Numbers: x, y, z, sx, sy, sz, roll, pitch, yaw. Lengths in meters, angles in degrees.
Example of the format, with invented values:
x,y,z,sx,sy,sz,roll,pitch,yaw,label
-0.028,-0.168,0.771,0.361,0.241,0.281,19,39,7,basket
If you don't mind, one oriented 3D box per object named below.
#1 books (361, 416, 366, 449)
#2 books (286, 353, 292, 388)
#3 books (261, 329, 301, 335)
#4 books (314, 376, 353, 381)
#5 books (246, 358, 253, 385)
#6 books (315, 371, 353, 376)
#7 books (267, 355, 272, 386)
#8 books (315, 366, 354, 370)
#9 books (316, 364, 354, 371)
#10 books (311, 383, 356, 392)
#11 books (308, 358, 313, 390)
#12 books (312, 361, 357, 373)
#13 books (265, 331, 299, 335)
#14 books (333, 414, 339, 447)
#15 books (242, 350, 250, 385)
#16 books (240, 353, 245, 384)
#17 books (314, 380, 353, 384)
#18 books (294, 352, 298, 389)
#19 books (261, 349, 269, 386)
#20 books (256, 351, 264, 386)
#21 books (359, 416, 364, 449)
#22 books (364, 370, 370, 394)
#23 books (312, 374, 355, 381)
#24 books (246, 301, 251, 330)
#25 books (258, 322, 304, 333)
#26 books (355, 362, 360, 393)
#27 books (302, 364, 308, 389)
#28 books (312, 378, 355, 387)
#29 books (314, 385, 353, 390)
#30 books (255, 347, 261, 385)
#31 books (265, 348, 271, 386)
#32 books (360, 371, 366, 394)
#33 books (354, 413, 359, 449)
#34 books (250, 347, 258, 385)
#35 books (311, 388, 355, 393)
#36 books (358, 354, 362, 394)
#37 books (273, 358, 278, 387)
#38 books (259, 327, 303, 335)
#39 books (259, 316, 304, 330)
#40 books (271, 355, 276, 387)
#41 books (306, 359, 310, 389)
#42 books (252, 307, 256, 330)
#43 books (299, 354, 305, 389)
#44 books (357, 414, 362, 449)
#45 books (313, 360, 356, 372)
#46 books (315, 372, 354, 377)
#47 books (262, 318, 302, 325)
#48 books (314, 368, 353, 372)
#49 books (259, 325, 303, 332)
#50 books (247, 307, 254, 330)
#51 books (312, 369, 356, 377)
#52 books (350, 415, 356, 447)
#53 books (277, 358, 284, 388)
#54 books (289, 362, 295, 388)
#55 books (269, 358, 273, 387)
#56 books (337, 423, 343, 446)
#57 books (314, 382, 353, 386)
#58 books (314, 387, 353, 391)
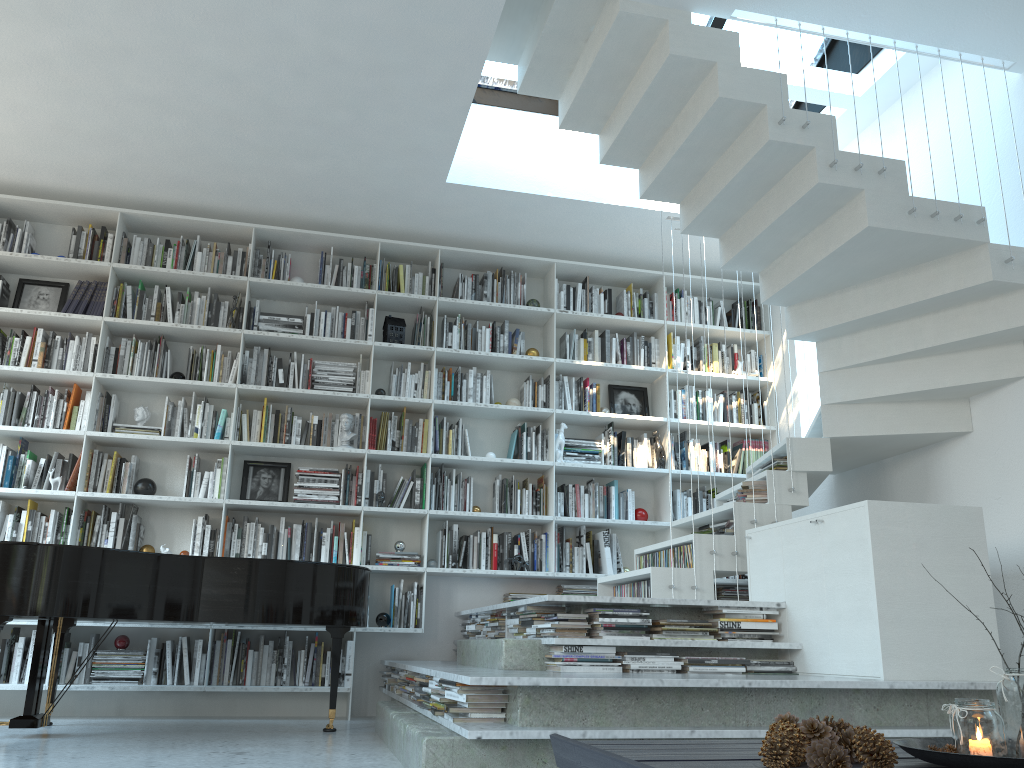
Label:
x,y,z,sx,sy,sz,roll,pitch,yaw,label
-0.998,0.356,5.953,0.023,0.264,0.107,5,-16,-12,books
-1.496,-0.053,5.934,0.022,0.284,0.131,5,-16,-12,books
-1.563,-0.327,5.990,0.254,0.012,0.161,6,-17,-15,books
-1.207,-0.014,5.995,0.254,0.012,0.161,5,-17,-12,books
-1.738,-0.044,5.880,0.027,0.227,0.148,5,-16,-12,books
-1.206,-0.050,6.003,0.254,0.012,0.161,4,-17,-11,books
-1.615,-0.048,5.898,0.011,0.251,0.153,5,-16,-12,books
-1.205,-0.086,6.013,0.254,0.012,0.161,4,-17,-11,books
-1.206,-0.097,6.021,0.254,0.012,0.161,5,-17,-13,books
-1.206,0.031,5.978,0.285,0.012,0.160,6,-17,-15,books
-1.353,-0.029,5.937,0.013,0.246,0.177,5,-17,-12,books
-1.203,-0.111,6.013,0.285,0.012,0.160,6,-17,-17,books
-1.562,-0.317,5.983,0.254,0.012,0.161,3,-17,-8,books
-1.173,0.341,5.903,0.024,0.258,0.127,5,-16,-12,books
-1.760,-0.069,5.865,0.026,0.266,0.171,5,-16,-12,books
-1.781,-0.061,5.869,0.012,0.253,0.161,5,-16,-12,books
-1.206,0.008,5.987,0.254,0.012,0.161,5,-17,-14,books
-1.446,-0.053,5.942,0.049,0.290,0.162,5,-16,-12,books
-1.645,-0.070,5.903,0.029,0.294,0.151,5,-16,-12,books
-1.668,-0.063,5.876,0.025,0.265,0.186,5,-17,-12,books
-1.015,0.354,5.942,0.014,0.260,0.137,5,-16,-12,books
-0.994,0.029,6.038,0.030,0.204,0.159,5,-17,-12,books
-1.206,-0.027,5.994,0.285,0.012,0.160,4,-17,-10,books
-1.774,-0.413,5.969,0.012,0.253,0.161,5,-16,-12,books
-1.560,-0.368,5.997,0.285,0.024,0.160,3,-17,-8,books
-1.051,-0.005,6.014,0.012,0.253,0.161,5,-16,-12,books
-1.391,-0.012,5.945,0.024,0.215,0.132,5,-16,-12,books
-1.207,-0.002,5.992,0.285,0.012,0.160,5,-17,-12,books
-1.208,0.044,5.979,0.254,0.012,0.161,5,-17,-13,books
-1.692,-0.080,5.903,0.014,0.312,0.134,5,-16,-12,books
-1.624,-0.073,5.900,0.011,0.299,0.180,5,-16,-12,books
-1.022,0.028,6.025,0.030,0.198,0.172,5,-17,-12,books
-1.048,0.344,5.941,0.025,0.278,0.108,5,-16,-12,books
-1.707,-0.079,5.879,0.026,0.296,0.179,5,-16,-12,books
-1.208,0.067,5.972,0.285,0.012,0.160,5,-17,-12,books
-1.042,-0.031,6.040,0.012,0.318,0.140,5,-16,-12,books
-1.576,-0.040,5.903,0.011,0.239,0.148,5,-16,-12,books
-1.563,-0.339,5.994,0.285,0.012,0.160,6,-17,-15,books
-1.561,-0.414,6.018,0.285,0.024,0.160,4,-17,-11,books
-1.588,-0.046,5.901,0.014,0.249,0.173,5,-17,-12,books
-1.370,-0.026,5.945,0.015,0.244,0.183,5,-17,-12,books
-1.735,-0.394,5.966,0.013,0.217,0.141,5,-16,-12,books
-1.409,-0.043,5.933,0.021,0.268,0.192,5,-17,-12,books
-1.025,0.347,5.928,0.014,0.265,0.154,5,-16,-12,books
-1.205,-0.121,6.023,0.285,0.012,0.160,4,-17,-11,books
-1.205,-0.038,5.998,0.254,0.012,0.161,6,-17,-15,books
-1.560,-0.391,6.007,0.254,0.025,0.161,6,-17,-16,books
-1.204,-0.075,6.004,0.254,0.012,0.161,3,-17,-8,books
-1.563,-0.350,5.999,0.285,0.012,0.160,5,-17,-14,books
-1.751,-0.391,5.947,0.027,0.201,0.168,5,-17,-12,books
-1.206,-0.060,6.009,0.285,0.012,0.160,5,-17,-13,books
-1.070,0.348,5.923,0.025,0.259,0.131,5,-16,-12,books
-1.537,-0.037,5.905,0.066,0.236,0.154,5,-16,-13,books
-1.473,-0.020,5.923,0.024,0.216,0.148,5,-17,-12,books
-1.603,-0.038,5.899,0.014,0.232,0.147,5,-16,-12,books
-1.145,0.370,5.899,0.035,0.201,0.149,5,-17,-12,books
-1.207,0.020,5.983,0.254,0.012,0.161,4,-17,-11,books
-1.208,0.056,5.977,0.254,0.012,0.161,5,-17,-13,books
